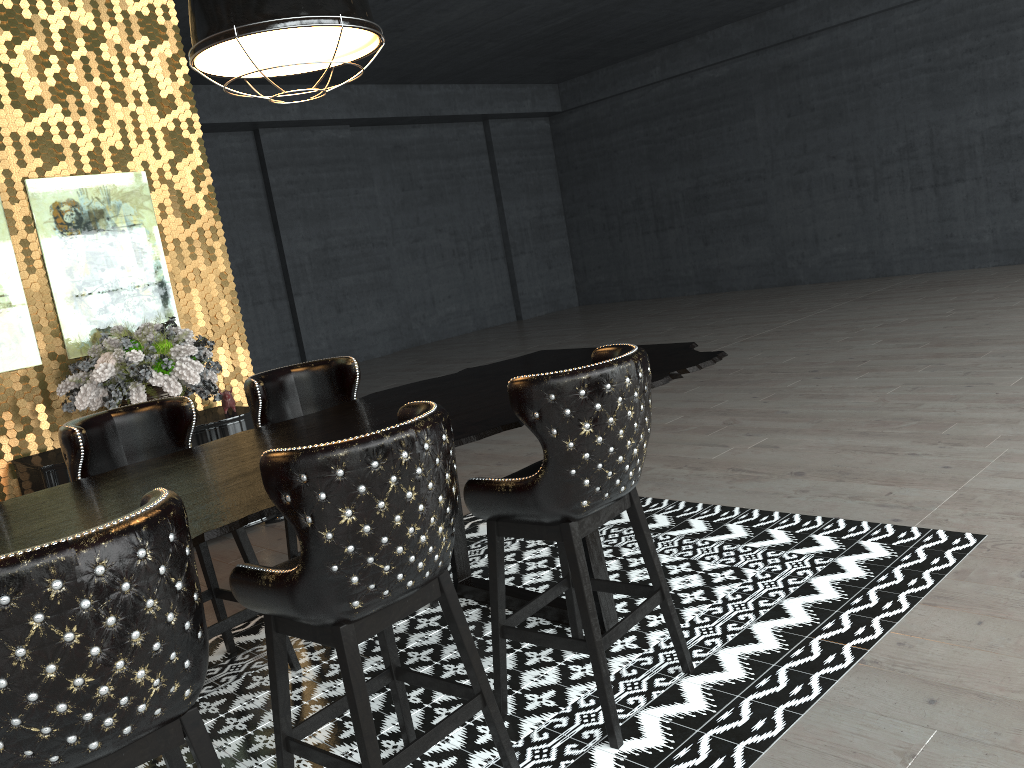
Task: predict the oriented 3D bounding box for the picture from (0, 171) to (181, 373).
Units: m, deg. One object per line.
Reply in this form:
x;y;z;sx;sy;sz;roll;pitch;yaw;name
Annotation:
-2.808;-0.654;5.202;1.576;1.071;0.022;-18;11;-42;picture

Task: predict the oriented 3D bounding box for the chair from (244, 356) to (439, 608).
-0.764;0.460;3.790;0.505;1.091;0.568;-15;10;-33;chair

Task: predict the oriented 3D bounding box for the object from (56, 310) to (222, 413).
-2.183;-0.050;5.267;0.875;0.662;0.848;-12;9;-12;object

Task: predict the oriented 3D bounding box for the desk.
-2.070;1.139;1.513;7.606;0.926;1.433;-18;12;-42;desk

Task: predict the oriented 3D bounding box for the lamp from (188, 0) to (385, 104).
-0.888;-2.050;2.713;0.621;2.299;0.622;-10;8;2;lamp

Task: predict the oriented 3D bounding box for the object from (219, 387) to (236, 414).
-1.772;0.096;5.524;0.082;0.164;0.173;-13;9;-17;object

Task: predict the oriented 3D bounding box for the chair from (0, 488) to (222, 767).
-0.813;0.786;1.758;0.505;1.091;0.568;-16;11;-38;chair

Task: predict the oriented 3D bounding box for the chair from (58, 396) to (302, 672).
-1.270;0.624;3.304;0.568;1.091;0.505;-3;11;39;chair

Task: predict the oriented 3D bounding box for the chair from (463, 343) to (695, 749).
0.209;0.459;2.714;0.568;1.091;0.505;-3;11;39;chair

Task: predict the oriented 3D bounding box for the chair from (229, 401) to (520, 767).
-0.344;0.626;2.260;0.568;1.091;0.505;-3;11;41;chair

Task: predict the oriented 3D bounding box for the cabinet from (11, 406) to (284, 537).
-2.127;0.649;5.332;1.387;0.737;0.710;-18;12;-42;cabinet

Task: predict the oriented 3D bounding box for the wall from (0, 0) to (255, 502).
-2.878;-1.038;5.179;2.449;4.376;0.024;-17;11;-42;wall
